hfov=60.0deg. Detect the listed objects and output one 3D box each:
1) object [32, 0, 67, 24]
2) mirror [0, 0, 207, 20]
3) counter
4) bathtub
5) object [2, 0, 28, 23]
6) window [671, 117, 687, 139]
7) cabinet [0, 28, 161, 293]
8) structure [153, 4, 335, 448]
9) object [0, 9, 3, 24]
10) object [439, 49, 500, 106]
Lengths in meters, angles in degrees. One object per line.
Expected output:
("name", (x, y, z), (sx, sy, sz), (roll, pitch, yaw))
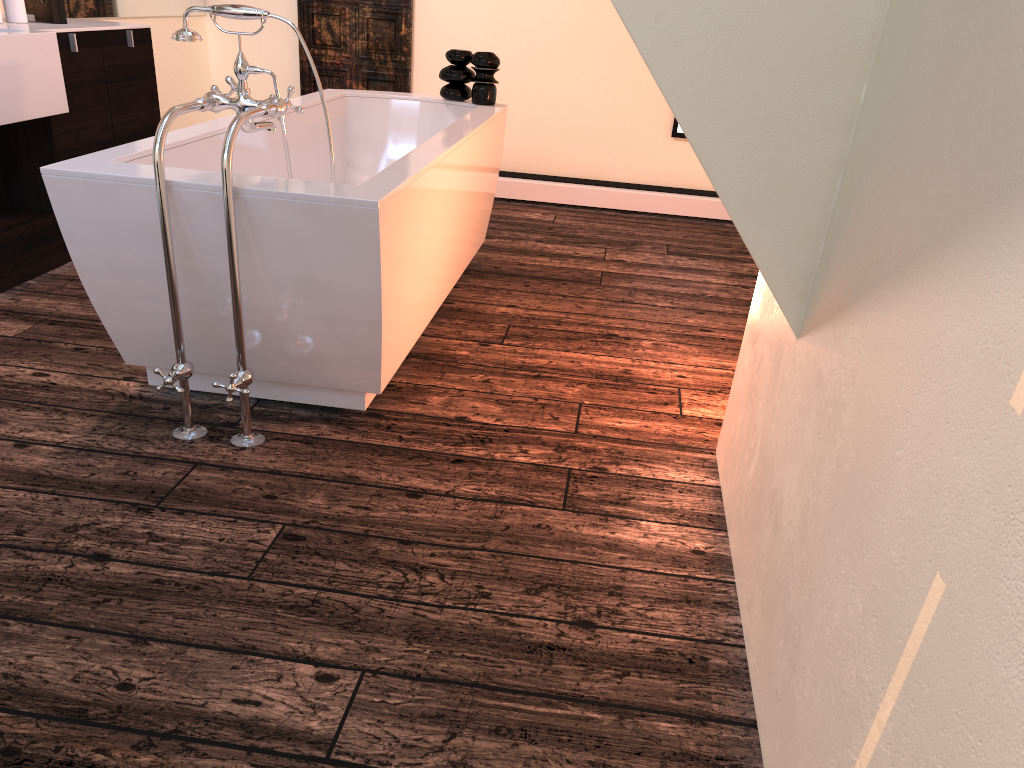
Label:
("object", (-1.810, -1.663, 3.453), (0.116, 0.181, 0.066), (19, 30, 25))
("mirror", (-1.893, -2.491, 3.213), (0.011, 1.874, 3.183), (8, 27, 5))
("counter", (-1.841, -1.222, 3.101), (0.442, 0.301, 1.826), (7, 26, 5))
("bathtub", (-0.569, -0.657, 3.136), (0.798, 0.705, 2.181), (7, 26, 5))
("object", (-1.881, -1.586, 3.350), (0.073, 0.124, 0.072), (5, 27, 1))
("window", (1.158, -1.856, 4.879), (0.449, 0.713, 0.045), (7, 28, 5))
("cabinet", (-1.894, -0.933, 3.257), (0.386, 0.938, 1.827), (8, 27, 5))
("structure", (-0.707, -0.425, 2.212), (0.383, 1.138, 0.546), (14, 29, 18))
("object", (-1.912, -1.568, 3.229), (0.073, 0.193, 0.079), (-19, 36, -39))
("object", (-0.183, -1.441, 3.735), (0.274, 0.232, 0.155), (23, 32, 31))
